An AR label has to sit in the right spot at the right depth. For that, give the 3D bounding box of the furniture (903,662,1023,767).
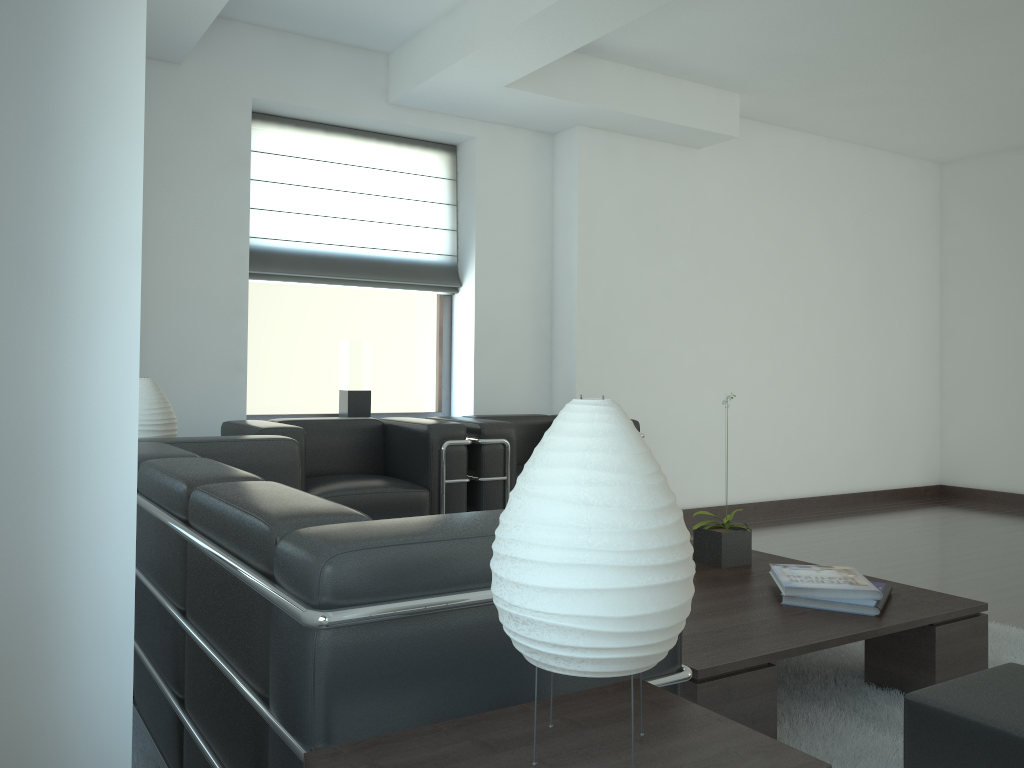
[{"bbox_3d":[1.554,1.206,2.538,0.602,0.579,0.588,1,0,-32],"label":"furniture"}]

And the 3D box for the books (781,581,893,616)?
[{"bbox_3d":[1.600,1.029,4.348,0.446,0.045,0.518,1,1,29],"label":"books"}]

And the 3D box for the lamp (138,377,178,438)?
[{"bbox_3d":[-2.233,0.284,5.397,0.374,0.655,0.374,1,-1,-3],"label":"lamp"}]

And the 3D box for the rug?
[{"bbox_3d":[0.425,1.446,4.660,5.167,0.110,6.252,0,1,-32],"label":"rug"}]

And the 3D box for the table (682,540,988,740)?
[{"bbox_3d":[0.974,1.263,4.590,1.920,0.441,1.936,0,1,-32],"label":"table"}]

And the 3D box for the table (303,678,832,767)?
[{"bbox_3d":[0.092,1.094,1.578,0.786,0.845,0.526,1,-1,-32],"label":"table"}]

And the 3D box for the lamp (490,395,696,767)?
[{"bbox_3d":[0.147,0.348,1.633,0.374,0.655,0.374,1,-1,-28],"label":"lamp"}]

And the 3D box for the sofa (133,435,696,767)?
[{"bbox_3d":[-0.865,0.892,3.533,1.123,1.171,3.476,1,0,-32],"label":"sofa"}]

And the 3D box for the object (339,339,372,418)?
[{"bbox_3d":[-1.405,-0.008,7.946,0.243,0.777,0.238,1,-1,-32],"label":"object"}]

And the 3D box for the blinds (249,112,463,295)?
[{"bbox_3d":[-1.428,-1.616,8.125,2.122,1.477,0.222,1,-1,-32],"label":"blinds"}]

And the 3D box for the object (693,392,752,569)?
[{"bbox_3d":[1.221,0.544,5.144,0.335,0.993,0.252,1,-1,-32],"label":"object"}]

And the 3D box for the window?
[{"bbox_3d":[-1.527,-0.990,8.252,2.131,2.734,0.146,1,-1,-32],"label":"window"}]

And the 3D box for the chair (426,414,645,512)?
[{"bbox_3d":[0.171,0.862,7.519,1.645,1.171,1.123,1,0,-32],"label":"chair"}]

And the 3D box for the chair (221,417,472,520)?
[{"bbox_3d":[-1.257,0.856,6.625,1.645,1.171,1.123,1,0,-32],"label":"chair"}]

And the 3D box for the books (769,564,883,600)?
[{"bbox_3d":[1.548,0.982,4.423,0.446,0.045,0.518,1,1,9],"label":"books"}]
